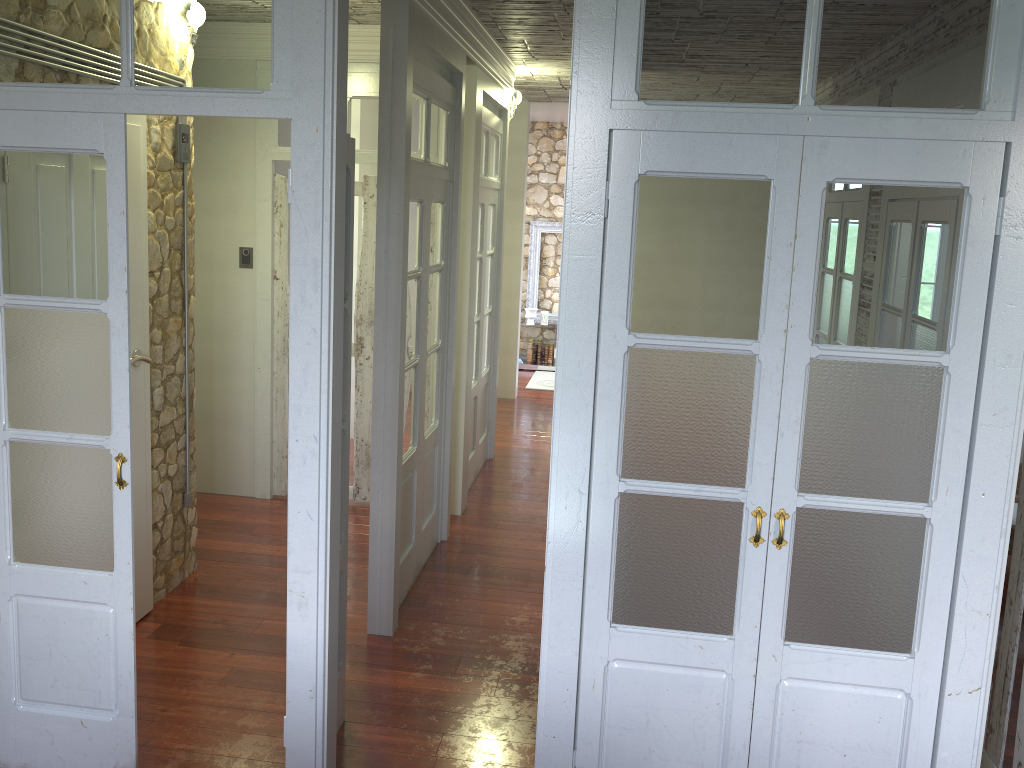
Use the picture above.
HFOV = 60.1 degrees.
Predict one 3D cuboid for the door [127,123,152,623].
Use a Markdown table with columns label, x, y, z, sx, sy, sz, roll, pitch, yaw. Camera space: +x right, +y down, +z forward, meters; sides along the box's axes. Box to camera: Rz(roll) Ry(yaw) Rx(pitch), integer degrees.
| label | x | y | z | sx | sy | sz | roll | pitch | yaw |
| --- | --- | --- | --- | --- | --- | --- | --- | --- | --- |
| door | -1.719 | 0.056 | 3.553 | 0.145 | 2.201 | 0.875 | 4 | 9 | 7 |

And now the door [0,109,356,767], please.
| label | x | y | z | sx | sy | sz | roll | pitch | yaw |
| --- | --- | --- | --- | --- | --- | --- | --- | --- | --- |
| door | -1.085 | 0.261 | 2.825 | 1.187 | 2.165 | 0.486 | 0 | 9 | -18 |

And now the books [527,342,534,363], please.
| label | x | y | z | sx | sy | sz | roll | pitch | yaw |
| --- | --- | --- | --- | --- | --- | --- | --- | --- | --- |
| books | 0.232 | -0.413 | 10.987 | 0.066 | 0.261 | 0.199 | 4 | 9 | 7 |

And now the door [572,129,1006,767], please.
| label | x | y | z | sx | sy | sz | roll | pitch | yaw |
| --- | --- | --- | --- | --- | --- | --- | --- | --- | --- |
| door | 0.739 | 0.396 | 2.549 | 1.058 | 2.162 | 0.041 | 4 | 8 | 7 |

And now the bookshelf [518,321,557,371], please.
| label | x | y | z | sx | sy | sz | roll | pitch | yaw |
| --- | --- | --- | --- | --- | --- | --- | --- | --- | --- |
| bookshelf | 0.554 | -0.447 | 10.881 | 1.401 | 0.545 | 0.403 | 4 | 9 | 7 |

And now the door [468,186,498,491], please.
| label | x | y | z | sx | sy | sz | roll | pitch | yaw |
| --- | --- | --- | --- | --- | --- | --- | --- | --- | --- |
| door | -0.233 | -0.340 | 6.272 | 0.041 | 2.069 | 1.085 | 4 | 9 | 7 |

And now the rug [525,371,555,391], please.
| label | x | y | z | sx | sy | sz | roll | pitch | yaw |
| --- | --- | --- | --- | --- | --- | --- | --- | --- | --- |
| rug | 0.742 | -0.016 | 10.116 | 1.068 | 0.016 | 1.077 | 4 | 11 | 7 |

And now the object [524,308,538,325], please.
| label | x | y | z | sx | sy | sz | roll | pitch | yaw |
| --- | --- | --- | --- | --- | --- | --- | --- | --- | --- |
| object | 0.231 | -0.821 | 10.796 | 0.173 | 0.192 | 0.172 | 4 | 10 | 7 |

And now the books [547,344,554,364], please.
| label | x | y | z | sx | sy | sz | roll | pitch | yaw |
| --- | --- | --- | --- | --- | --- | --- | --- | --- | --- |
| books | 0.476 | -0.377 | 10.947 | 0.057 | 0.226 | 0.172 | 4 | 9 | 7 |

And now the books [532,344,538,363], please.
| label | x | y | z | sx | sy | sz | roll | pitch | yaw |
| --- | --- | --- | --- | --- | --- | --- | --- | --- | --- |
| books | 0.291 | -0.390 | 10.970 | 0.057 | 0.227 | 0.190 | 4 | 10 | 7 |

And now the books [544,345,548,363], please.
| label | x | y | z | sx | sy | sz | roll | pitch | yaw |
| --- | --- | --- | --- | --- | --- | --- | --- | --- | --- |
| books | 0.430 | -0.378 | 10.956 | 0.038 | 0.221 | 0.160 | 4 | 9 | 7 |

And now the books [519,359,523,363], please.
| label | x | y | z | sx | sy | sz | roll | pitch | yaw |
| --- | --- | --- | --- | --- | --- | --- | --- | --- | --- |
| books | -0.003 | -0.298 | 10.952 | 0.223 | 0.028 | 0.308 | 0 | 12 | -12 |

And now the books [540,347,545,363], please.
| label | x | y | z | sx | sy | sz | roll | pitch | yaw |
| --- | --- | --- | --- | --- | --- | --- | --- | --- | --- |
| books | 0.384 | -0.363 | 10.948 | 0.048 | 0.190 | 0.145 | 4 | 9 | 7 |

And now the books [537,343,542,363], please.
| label | x | y | z | sx | sy | sz | roll | pitch | yaw |
| --- | --- | --- | --- | --- | --- | --- | --- | --- | --- |
| books | 0.340 | -0.403 | 10.943 | 0.044 | 0.268 | 0.141 | 4 | 9 | 7 |

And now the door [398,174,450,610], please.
| label | x | y | z | sx | sy | sz | roll | pitch | yaw |
| --- | --- | --- | --- | --- | --- | --- | --- | --- | --- |
| door | -0.473 | 0.000 | 4.514 | 0.041 | 2.069 | 1.085 | 4 | 9 | 7 |
